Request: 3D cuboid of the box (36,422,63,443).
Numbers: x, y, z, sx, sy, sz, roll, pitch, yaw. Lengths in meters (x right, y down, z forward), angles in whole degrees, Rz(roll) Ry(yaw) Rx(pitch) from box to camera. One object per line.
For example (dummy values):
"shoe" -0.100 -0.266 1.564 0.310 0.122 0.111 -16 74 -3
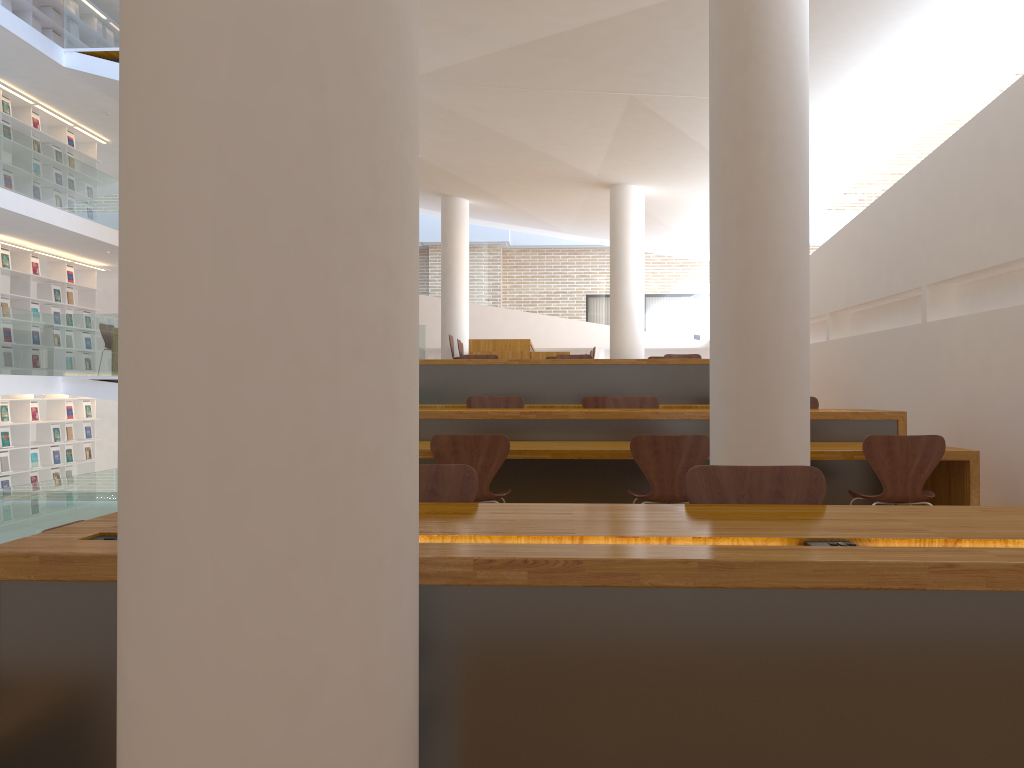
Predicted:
"box" -6.834 0.722 13.118 0.274 0.296 0.245 0 0 3

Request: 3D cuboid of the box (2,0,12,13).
"box" -6.893 -5.083 11.932 0.274 0.296 0.245 0 0 3

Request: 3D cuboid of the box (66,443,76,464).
"box" -6.817 1.053 13.467 0.274 0.296 0.245 0 0 3

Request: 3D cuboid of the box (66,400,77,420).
"box" -6.817 0.396 13.483 0.274 0.296 0.245 0 0 3

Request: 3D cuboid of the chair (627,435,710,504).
"chair" 0.774 0.592 4.439 0.428 0.693 0.381 0 0 3

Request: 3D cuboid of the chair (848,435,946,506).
"chair" 1.893 0.591 4.424 0.428 0.693 0.381 0 0 3

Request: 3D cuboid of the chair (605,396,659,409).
"chair" 0.859 0.434 6.231 0.428 0.693 0.381 0 0 3

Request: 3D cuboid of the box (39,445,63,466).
"box" -6.834 1.050 13.116 0.274 0.296 0.245 0 0 3

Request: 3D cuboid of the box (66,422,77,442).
"box" -6.817 0.724 13.480 0.274 0.296 0.245 0 0 3

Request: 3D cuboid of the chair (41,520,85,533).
"chair" -1.764 0.955 3.823 0.381 0.693 0.428 0 0 3

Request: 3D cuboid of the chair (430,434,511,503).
"chair" -0.196 0.592 4.485 0.428 0.693 0.381 0 0 3

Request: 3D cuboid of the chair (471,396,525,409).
"chair" -0.111 0.435 6.277 0.428 0.693 0.381 0 0 3

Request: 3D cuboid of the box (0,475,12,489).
"box" -6.891 1.368 11.917 0.274 0.296 0.245 0 0 3

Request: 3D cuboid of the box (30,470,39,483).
"box" -6.860 1.374 12.562 0.274 0.296 0.245 0 0 3

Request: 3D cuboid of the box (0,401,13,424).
"box" -6.893 0.383 11.884 0.274 0.296 0.245 0 0 3

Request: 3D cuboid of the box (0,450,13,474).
"box" -6.893 1.039 11.881 0.274 0.296 0.245 0 0 3

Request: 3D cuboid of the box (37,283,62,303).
"box" -6.834 -1.339 13.136 0.274 0.296 0.245 0 0 3

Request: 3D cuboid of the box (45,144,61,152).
"box" -6.834 -3.386 13.159 0.274 0.296 0.245 0 0 3

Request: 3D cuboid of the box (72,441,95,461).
"box" -6.791 1.057 14.015 0.274 0.296 0.245 0 0 3

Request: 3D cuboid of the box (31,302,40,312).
"box" -6.860 -1.016 12.596 0.274 0.296 0.245 0 0 3

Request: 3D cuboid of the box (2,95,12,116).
"box" -6.893 -3.725 11.919 0.274 0.296 0.245 0 0 3

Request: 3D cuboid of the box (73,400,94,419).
"box" -6.792 0.400 14.007 0.274 0.296 0.245 0 0 3

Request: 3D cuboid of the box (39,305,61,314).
"box" -6.834 -1.011 13.133 0.274 0.296 0.245 0 0 3

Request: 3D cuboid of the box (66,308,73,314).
"box" -6.817 -1.008 13.484 0.274 0.296 0.245 0 0 3

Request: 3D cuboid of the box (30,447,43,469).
"box" -6.860 1.045 12.578 0.274 0.296 0.245 0 0 3

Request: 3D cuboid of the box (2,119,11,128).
"box" -6.893 -3.398 11.918 0.274 0.296 0.245 0 0 3

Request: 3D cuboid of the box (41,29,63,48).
"box" -6.834 -5.073 13.167 0.274 0.296 0.245 0 0 3

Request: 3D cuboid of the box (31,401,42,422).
"box" -6.858 0.387 12.562 0.274 0.296 0.245 0 0 3

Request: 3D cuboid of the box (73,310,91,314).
"box" -6.792 -1.004 14.019 0.274 0.296 0.245 0 0 3

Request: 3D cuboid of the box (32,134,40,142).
"box" -6.860 -3.390 12.598 0.274 0.296 0.245 0 0 3

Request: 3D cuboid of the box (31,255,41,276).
"box" -6.858 -1.674 12.579 0.274 0.296 0.245 0 0 3

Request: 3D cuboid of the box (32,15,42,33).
"box" -6.860 -5.077 12.630 0.274 0.296 0.245 0 0 3

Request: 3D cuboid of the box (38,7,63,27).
"box" -6.834 -5.401 13.170 0.274 0.296 0.245 0 0 3

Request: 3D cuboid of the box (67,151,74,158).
"box" -6.817 -3.383 13.514 0.274 0.296 0.245 0 0 3

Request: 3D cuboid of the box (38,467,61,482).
"box" -6.833 1.379 13.126 0.274 0.296 0.245 0 0 3

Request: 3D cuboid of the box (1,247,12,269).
"box" -6.893 -1.678 11.902 0.274 0.296 0.245 0 0 3

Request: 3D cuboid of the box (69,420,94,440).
"box" -6.792 0.728 14.005 0.274 0.296 0.245 0 0 3

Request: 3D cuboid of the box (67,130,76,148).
"box" -6.817 -3.711 13.517 0.274 0.296 0.245 0 0 3

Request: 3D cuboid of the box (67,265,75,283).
"box" -6.817 -1.664 13.500 0.274 0.296 0.245 0 0 3

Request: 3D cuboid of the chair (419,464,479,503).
"chair" -0.297 0.574 2.363 0.428 0.693 0.381 0 0 3

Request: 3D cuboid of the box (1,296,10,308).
"box" -6.893 -1.021 11.898 0.274 0.296 0.245 0 0 3

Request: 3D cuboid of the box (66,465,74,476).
"box" -6.816 1.382 13.484 0.274 0.296 0.245 0 0 3

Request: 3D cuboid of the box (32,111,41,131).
"box" -6.858 -3.720 12.596 0.274 0.296 0.245 0 0 3

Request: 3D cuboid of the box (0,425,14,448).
"box" -6.892 0.706 11.906 0.274 0.296 0.245 0 0 3

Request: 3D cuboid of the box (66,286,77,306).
"box" -6.817 -1.337 13.497 0.274 0.296 0.245 0 0 3

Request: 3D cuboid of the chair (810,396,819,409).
"chair" 1.975 0.434 6.139 0.428 0.693 0.381 0 0 3

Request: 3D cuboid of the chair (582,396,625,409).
"chair" 0.789 0.449 7.577 0.428 0.693 0.381 0 0 3

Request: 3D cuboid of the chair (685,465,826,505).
"chair" 0.673 0.574 2.317 0.428 0.693 0.381 0 0 3
